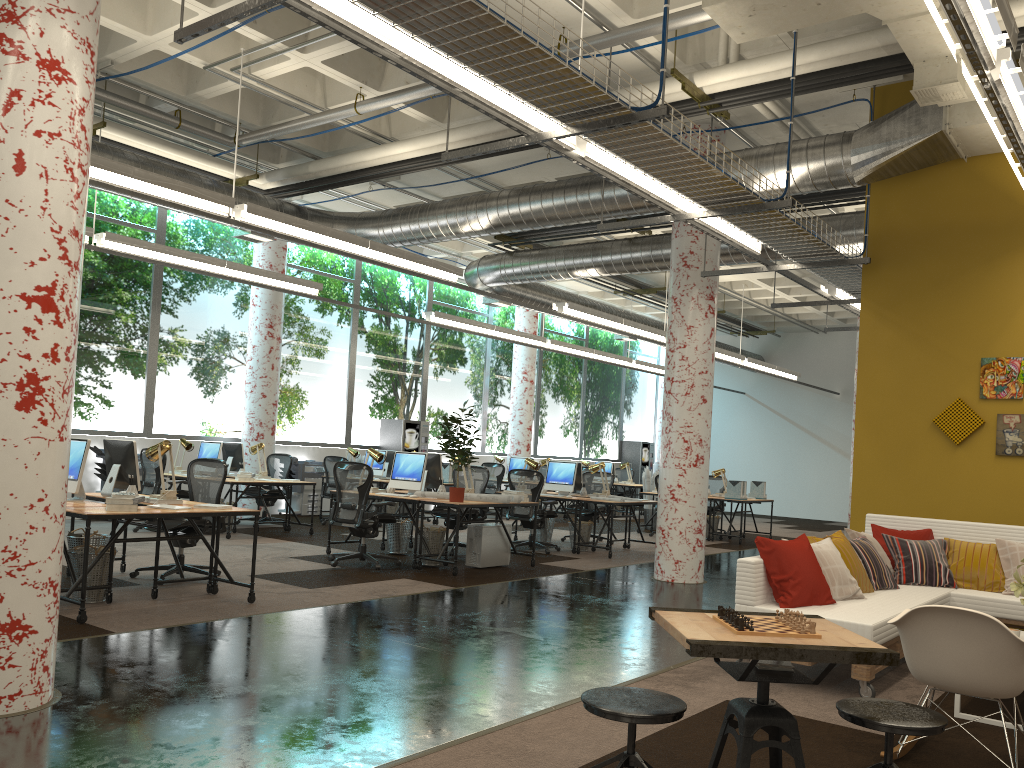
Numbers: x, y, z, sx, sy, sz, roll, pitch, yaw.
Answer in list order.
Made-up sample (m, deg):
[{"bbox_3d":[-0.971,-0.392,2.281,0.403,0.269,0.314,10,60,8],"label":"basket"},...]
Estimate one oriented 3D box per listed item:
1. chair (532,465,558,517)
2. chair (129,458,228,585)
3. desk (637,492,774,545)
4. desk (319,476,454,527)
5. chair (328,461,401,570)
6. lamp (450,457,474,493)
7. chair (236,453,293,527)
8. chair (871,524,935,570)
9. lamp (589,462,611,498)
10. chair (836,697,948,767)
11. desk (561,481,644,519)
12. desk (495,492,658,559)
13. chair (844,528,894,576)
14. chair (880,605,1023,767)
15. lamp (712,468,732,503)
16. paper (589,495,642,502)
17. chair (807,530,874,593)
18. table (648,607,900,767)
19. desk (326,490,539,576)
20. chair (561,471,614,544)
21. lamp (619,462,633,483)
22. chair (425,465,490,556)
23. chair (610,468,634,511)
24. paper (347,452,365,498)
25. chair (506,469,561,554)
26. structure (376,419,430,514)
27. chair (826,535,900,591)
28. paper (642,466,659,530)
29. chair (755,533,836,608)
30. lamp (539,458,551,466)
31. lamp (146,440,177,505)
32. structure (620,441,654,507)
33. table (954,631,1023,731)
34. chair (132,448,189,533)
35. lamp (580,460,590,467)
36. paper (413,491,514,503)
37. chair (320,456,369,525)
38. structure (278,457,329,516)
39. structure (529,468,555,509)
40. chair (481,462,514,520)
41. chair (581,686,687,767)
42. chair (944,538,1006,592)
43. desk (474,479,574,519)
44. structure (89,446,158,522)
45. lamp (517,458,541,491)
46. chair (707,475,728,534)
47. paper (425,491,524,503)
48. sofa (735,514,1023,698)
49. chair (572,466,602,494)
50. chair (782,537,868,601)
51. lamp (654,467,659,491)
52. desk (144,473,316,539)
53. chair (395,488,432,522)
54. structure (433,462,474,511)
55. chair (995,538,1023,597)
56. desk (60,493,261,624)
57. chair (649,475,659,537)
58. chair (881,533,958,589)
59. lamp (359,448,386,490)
[{"bbox_3d":[0.649,2.257,18.867,0.770,1.084,0.794,2,-3,21],"label":"chair"},{"bbox_3d":[-2.901,1.196,7.891,0.770,1.084,0.794,2,-3,21],"label":"chair"},{"bbox_3d":[3.409,2.339,15.628,1.939,0.723,1.405,0,-5,37],"label":"desk"},{"bbox_3d":[-2.022,1.961,14.755,1.939,0.723,1.405,0,-5,37],"label":"desk"},{"bbox_3d":[-1.583,1.365,9.369,0.770,1.084,0.794,2,-3,21],"label":"chair"},{"bbox_3d":[-0.530,1.098,10.130,0.209,0.610,0.528,4,-3,-33],"label":"lamp"},{"bbox_3d":[-3.638,1.570,13.208,0.770,1.084,0.794,2,-3,21],"label":"chair"},{"bbox_3d":[3.199,1.375,7.189,0.534,0.436,0.287,3,-2,10],"label":"chair"},{"bbox_3d":[1.304,1.423,12.664,0.209,0.610,0.528,4,-3,-33],"label":"lamp"},{"bbox_3d":[1.252,1.341,2.955,0.346,0.496,0.338,3,-2,-3],"label":"chair"},{"bbox_3d":[2.340,2.660,20.513,1.939,0.723,1.405,0,-5,37],"label":"desk"},{"bbox_3d":[0.931,1.954,12.520,1.939,0.723,1.405,0,-5,37],"label":"desk"},{"bbox_3d":[2.782,1.339,6.875,0.334,0.437,0.547,1,-4,42],"label":"chair"},{"bbox_3d":[2.040,1.340,3.974,0.614,0.752,0.796,1,-4,37],"label":"chair"},{"bbox_3d":[3.787,1.808,15.775,0.219,0.610,0.528,4,-3,-33],"label":"lamp"},{"bbox_3d":[1.417,1.557,12.025,0.567,0.061,0.628,0,-5,35],"label":"paper"},{"bbox_3d":[2.274,1.254,6.190,0.548,0.437,0.316,6,-4,-40],"label":"chair"},{"bbox_3d":[0.801,1.181,2.905,0.626,0.758,0.617,3,-3,-3],"label":"table"},{"bbox_3d":[-0.904,1.630,9.986,1.939,0.723,1.405,0,-5,37],"label":"desk"},{"bbox_3d":[1.199,1.865,13.459,0.770,1.084,0.794,2,-3,21],"label":"chair"},{"bbox_3d":[2.718,2.129,20.660,0.219,0.610,0.528,4,-3,-33],"label":"lamp"},{"bbox_3d":[-0.636,1.541,10.926,0.770,1.084,0.794,2,-3,21],"label":"chair"},{"bbox_3d":[2.608,2.571,21.453,0.770,1.084,0.794,2,-3,21],"label":"chair"},{"bbox_3d":[-2.780,1.767,15.861,0.440,1.196,0.413,3,-2,15],"label":"paper"},{"bbox_3d":[0.252,1.690,11.902,0.770,1.084,0.794,2,-3,21],"label":"chair"},{"bbox_3d":[-2.132,1.616,17.336,0.637,1.808,0.752,2,-2,37],"label":"structure"},{"bbox_3d":[2.586,1.329,6.504,0.524,0.407,0.341,6,-4,-37],"label":"chair"},{"bbox_3d":[2.652,2.145,16.734,0.440,1.196,0.413,3,-2,15],"label":"paper"},{"bbox_3d":[1.761,1.170,5.537,0.535,0.444,0.301,6,-3,-36],"label":"chair"},{"bbox_3d":[0.759,1.815,18.075,0.219,0.610,0.528,4,-3,-33],"label":"lamp"},{"bbox_3d":[-2.791,0.754,7.098,0.219,0.610,0.528,4,-3,-33],"label":"lamp"},{"bbox_3d":[3.497,2.518,24.766,0.637,1.808,0.752,2,-2,37],"label":"structure"},{"bbox_3d":[3.165,1.692,4.985,0.984,0.330,1.266,0,-5,37],"label":"table"},{"bbox_3d":[-4.585,1.394,11.651,0.770,1.084,0.794,2,-3,21],"label":"chair"},{"bbox_3d":[1.595,2.069,20.708,0.219,0.610,0.528,4,-3,-33],"label":"lamp"},{"bbox_3d":[-0.537,1.211,9.539,1.133,0.082,0.083,2,-3,12],"label":"paper"},{"bbox_3d":[-2.701,1.696,14.138,0.770,1.084,0.794,2,-3,21],"label":"chair"},{"bbox_3d":[-3.627,1.755,15.384,0.503,1.056,1.061,2,-3,37],"label":"structure"},{"bbox_3d":[0.735,2.454,21.142,0.503,1.056,1.061,2,-3,37],"label":"structure"},{"bbox_3d":[-0.298,2.082,17.310,0.770,1.084,0.794,2,-3,21],"label":"chair"},{"bbox_3d":[0.387,1.288,2.913,0.346,0.496,0.338,3,-2,-3],"label":"chair"},{"bbox_3d":[3.576,1.406,6.813,0.521,0.381,0.367,1,-4,34],"label":"chair"},{"bbox_3d":[0.381,2.346,17.928,1.939,0.723,1.405,0,-5,37],"label":"desk"},{"bbox_3d":[-5.578,1.442,12.804,0.503,1.056,1.061,2,-3,37],"label":"structure"},{"bbox_3d":[0.190,1.364,12.717,0.209,0.610,0.528,4,-3,-33],"label":"lamp"},{"bbox_3d":[3.677,2.250,16.567,0.770,1.084,0.794,2,-3,21],"label":"chair"},{"bbox_3d":[-0.436,1.227,9.672,1.134,0.082,0.083,3,-3,2],"label":"paper"},{"bbox_3d":[3.008,1.442,5.906,2.016,0.929,2.864,0,-5,37],"label":"sofa"},{"bbox_3d":[1.661,2.396,19.896,0.770,1.084,0.794,2,-3,21],"label":"chair"},{"bbox_3d":[2.067,1.235,5.867,0.526,0.400,0.331,6,-3,-34],"label":"chair"},{"bbox_3d":[2.664,1.748,15.822,0.219,0.610,0.528,4,-3,-33],"label":"lamp"},{"bbox_3d":[-3.906,1.659,12.268,1.939,0.723,1.405,0,-5,37],"label":"desk"},{"bbox_3d":[-1.754,1.872,15.695,0.770,1.084,0.794,2,-3,21],"label":"chair"},{"bbox_3d":[-1.224,2.140,18.556,0.503,1.056,1.061,2,-3,37],"label":"structure"},{"bbox_3d":[3.896,1.373,6.558,0.525,0.427,0.312,2,-3,16],"label":"chair"},{"bbox_3d":[-3.169,1.285,6.951,1.939,0.723,1.405,0,-5,37],"label":"desk"},{"bbox_3d":[2.730,2.074,15.010,0.770,1.084,0.794,2,-3,21],"label":"chair"},{"bbox_3d":[3.179,1.389,6.893,0.516,0.391,0.359,3,-3,6],"label":"chair"},{"bbox_3d":[-1.649,1.039,10.180,0.219,0.610,0.528,4,-3,-33],"label":"lamp"}]
